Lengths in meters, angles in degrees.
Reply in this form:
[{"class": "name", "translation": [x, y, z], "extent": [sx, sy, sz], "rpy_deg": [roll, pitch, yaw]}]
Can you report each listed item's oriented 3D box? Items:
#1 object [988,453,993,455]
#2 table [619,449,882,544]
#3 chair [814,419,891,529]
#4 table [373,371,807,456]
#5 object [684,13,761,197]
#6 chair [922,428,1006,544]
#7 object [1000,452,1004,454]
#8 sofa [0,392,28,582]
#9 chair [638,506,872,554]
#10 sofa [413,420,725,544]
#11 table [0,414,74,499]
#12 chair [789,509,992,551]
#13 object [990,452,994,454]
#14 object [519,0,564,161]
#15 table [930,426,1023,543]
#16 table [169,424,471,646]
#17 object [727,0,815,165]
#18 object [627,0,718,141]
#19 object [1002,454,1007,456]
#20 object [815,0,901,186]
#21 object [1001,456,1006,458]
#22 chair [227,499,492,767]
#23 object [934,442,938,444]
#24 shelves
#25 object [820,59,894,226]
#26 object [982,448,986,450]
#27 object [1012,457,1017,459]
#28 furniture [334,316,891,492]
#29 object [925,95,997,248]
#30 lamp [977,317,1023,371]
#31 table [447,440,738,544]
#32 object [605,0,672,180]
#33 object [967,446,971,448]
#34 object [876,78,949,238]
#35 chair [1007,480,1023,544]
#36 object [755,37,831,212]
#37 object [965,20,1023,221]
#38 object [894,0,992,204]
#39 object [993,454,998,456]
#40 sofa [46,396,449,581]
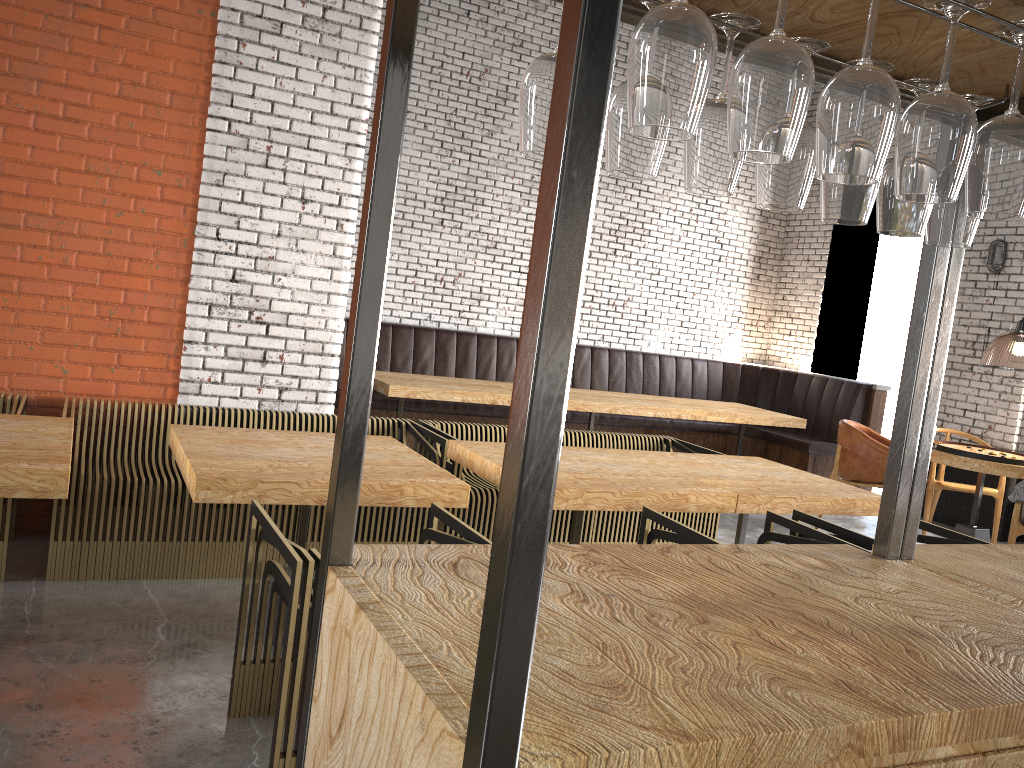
[{"class": "object", "translation": [3.557, 0.520, 6.589], "extent": [0.032, 0.010, 0.032], "rpy_deg": [10, 5, 24]}, {"class": "table", "translation": [1.193, 0.841, 4.653], "extent": [0.996, 0.762, 1.002], "rpy_deg": [5, 5, -26]}, {"class": "chair", "translation": [2.789, 0.777, 6.996], "extent": [0.644, 0.927, 0.681], "rpy_deg": [10, 5, 26]}, {"class": "table", "translation": [0.676, 0.480, 7.942], "extent": [4.132, 0.762, 1.002], "rpy_deg": [5, 5, -26]}, {"class": "object", "translation": [0.330, -0.436, 1.400], "extent": [0.101, 0.267, 0.101], "rpy_deg": [10, 5, 27]}, {"class": "chair", "translation": [3.723, 0.861, 7.489], "extent": [0.612, 0.920, 0.644], "rpy_deg": [8, 4, 1]}, {"class": "object", "translation": [3.736, 0.529, 6.759], "extent": [0.032, 0.010, 0.032], "rpy_deg": [10, 5, 24]}, {"class": "sofa", "translation": [-3.071, 0.380, 3.662], "extent": [1.804, 0.729, 0.642], "rpy_deg": [5, 5, -26]}, {"class": "chair", "translation": [0.903, 0.926, 3.466], "extent": [0.656, 0.729, 0.640], "rpy_deg": [6, 5, -24]}, {"class": "sofa", "translation": [0.340, 0.684, 5.344], "extent": [1.804, 0.729, 0.642], "rpy_deg": [5, 5, -26]}, {"class": "table", "translation": [-2.101, 0.546, 3.047], "extent": [0.996, 0.762, 1.002], "rpy_deg": [5, 5, -26]}, {"class": "chair", "translation": [1.633, 0.989, 3.842], "extent": [0.656, 0.729, 0.640], "rpy_deg": [5, 5, -25]}, {"class": "object", "translation": [3.619, 0.520, 6.686], "extent": [0.032, 0.010, 0.032], "rpy_deg": [10, 5, 24]}, {"class": "object", "translation": [0.067, -0.460, 1.270], "extent": [0.101, 0.267, 0.101], "rpy_deg": [10, 5, 27]}, {"class": "table", "translation": [3.547, 0.862, 6.747], "extent": [0.933, 0.972, 0.933], "rpy_deg": [9, 5, 16]}, {"class": "table", "translation": [-0.868, 0.658, 3.637], "extent": [0.996, 0.762, 1.002], "rpy_deg": [5, 5, -26]}, {"class": "object", "translation": [0.321, -0.409, 1.079], "extent": [0.101, 0.267, 0.101], "rpy_deg": [10, 5, 27]}, {"class": "object", "translation": [0.190, -0.421, 1.014], "extent": [0.101, 0.267, 0.101], "rpy_deg": [10, 5, 27]}, {"class": "object", "translation": [3.708, 0.533, 6.676], "extent": [0.032, 0.010, 0.032], "rpy_deg": [10, 5, 24]}, {"class": "object", "translation": [0.453, -0.397, 1.144], "extent": [0.101, 0.267, 0.101], "rpy_deg": [10, 5, 27]}, {"class": "object", "translation": [3.603, 0.534, 6.503], "extent": [0.032, 0.010, 0.032], "rpy_deg": [10, 5, 24]}, {"class": "chair", "translation": [-0.468, 0.805, 2.779], "extent": [0.656, 0.729, 0.640], "rpy_deg": [5, 5, -27]}, {"class": "object", "translation": [3.306, 0.464, 6.924], "extent": [0.032, 0.020, 0.031], "rpy_deg": [10, 5, 28]}, {"class": "shelves", "translation": [1.653, -0.996, 1.814], "extent": [3.656, 5.012, 0.691], "rpy_deg": [5, 4, -26]}, {"class": "object", "translation": [0.593, -0.413, 1.530], "extent": [0.101, 0.267, 0.101], "rpy_deg": [10, 5, 27]}, {"class": "object", "translation": [3.673, 0.508, 6.898], "extent": [0.032, 0.010, 0.032], "rpy_deg": [10, 5, 24]}, {"class": "object", "translation": [3.707, 0.544, 6.543], "extent": [0.032, 0.010, 0.032], "rpy_deg": [10, 5, 24]}, {"class": "furniture", "translation": [0.412, 0.193, 8.566], "extent": [6.758, 1.149, 1.922], "rpy_deg": [5, 5, -26]}, {"class": "object", "translation": [0.831, -0.392, 1.647], "extent": [0.101, 0.267, 0.101], "rpy_deg": [8, 4, 10]}, {"class": "lamp", "translation": [3.907, -1.288, 6.497], "extent": [0.537, 2.402, 0.537], "rpy_deg": [9, 4, 16]}, {"class": "table", "translation": [0.297, 0.762, 4.211], "extent": [0.996, 0.762, 1.002], "rpy_deg": [5, 5, -26]}, {"class": "object", "translation": [0.198, -0.448, 1.335], "extent": [0.101, 0.267, 0.101], "rpy_deg": [10, 5, 27]}, {"class": "object", "translation": [3.551, 0.493, 6.886], "extent": [0.032, 0.010, 0.032], "rpy_deg": [10, 5, 24]}, {"class": "object", "translation": [0.717, -0.402, 1.591], "extent": [0.101, 0.267, 0.101], "rpy_deg": [8, 4, 10]}, {"class": "chair", "translation": [3.433, 0.997, 5.482], "extent": [0.682, 0.927, 0.644], "rpy_deg": [9, 5, 23]}, {"class": "object", "translation": [0.462, -0.425, 1.465], "extent": [0.101, 0.267, 0.101], "rpy_deg": [10, 5, 27]}, {"class": "object", "translation": [0.716, -0.374, 1.274], "extent": [0.101, 0.267, 0.101], "rpy_deg": [10, 5, 27]}, {"class": "object", "translation": [0.585, -0.385, 1.209], "extent": [0.101, 0.267, 0.101], "rpy_deg": [10, 5, 27]}, {"class": "object", "translation": [3.594, 0.525, 6.593], "extent": [0.032, 0.010, 0.032], "rpy_deg": [10, 5, 24]}, {"class": "sofa", "translation": [-1.319, 0.536, 4.526], "extent": [1.804, 0.729, 0.642], "rpy_deg": [5, 5, -26]}]
